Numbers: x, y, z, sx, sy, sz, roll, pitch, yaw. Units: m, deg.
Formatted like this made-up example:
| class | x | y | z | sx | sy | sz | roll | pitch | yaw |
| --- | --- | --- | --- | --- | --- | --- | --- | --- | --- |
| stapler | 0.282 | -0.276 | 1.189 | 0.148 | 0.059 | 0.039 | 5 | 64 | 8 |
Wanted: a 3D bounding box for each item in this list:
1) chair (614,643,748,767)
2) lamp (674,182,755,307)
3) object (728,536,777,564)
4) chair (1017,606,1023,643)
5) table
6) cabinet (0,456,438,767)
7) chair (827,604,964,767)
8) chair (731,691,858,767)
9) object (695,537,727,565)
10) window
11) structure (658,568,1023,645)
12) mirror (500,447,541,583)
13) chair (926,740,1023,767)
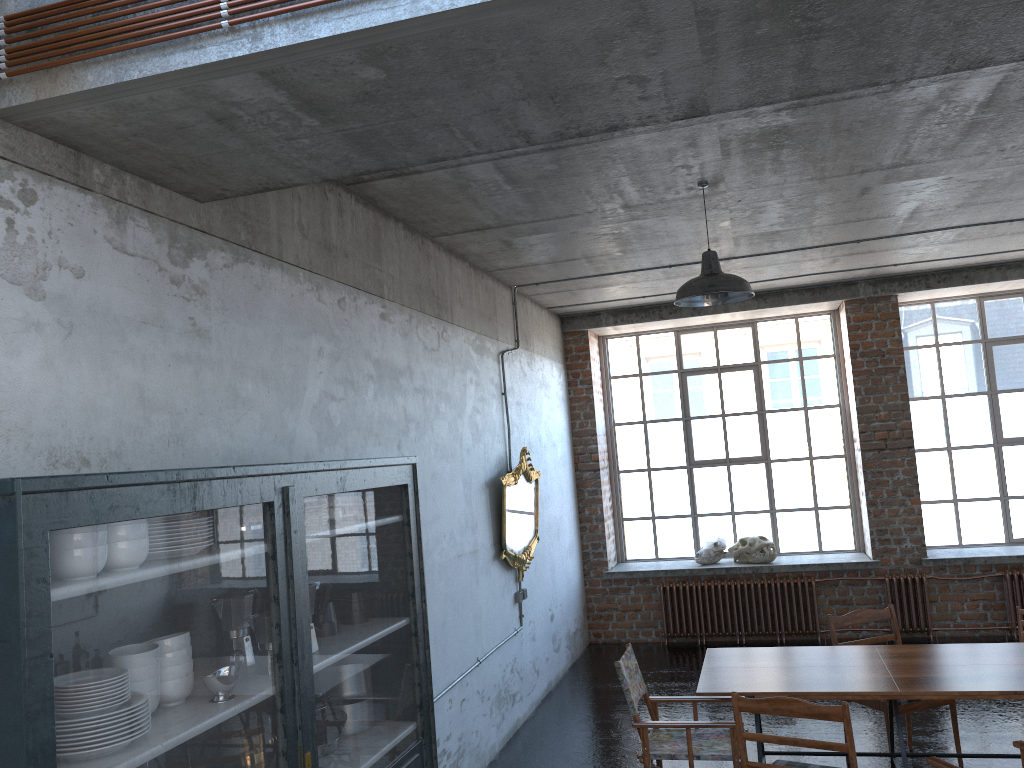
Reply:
| class | x | y | z | sx | sy | sz | roll | pitch | yaw |
| --- | --- | --- | --- | --- | --- | --- | --- | --- | --- |
| chair | 1.048 | 2.131 | 5.331 | 0.713 | 1.031 | 0.574 | -6 | -5 | 15 |
| lamp | 1.242 | -0.974 | 5.641 | 0.502 | 0.891 | 0.502 | -6 | -5 | 19 |
| object | 2.755 | 1.910 | 10.254 | 0.418 | 0.305 | 0.625 | -4 | -5 | -11 |
| chair | 3.743 | 1.995 | 5.862 | 0.589 | 0.971 | 0.577 | -6 | -5 | 15 |
| table | 2.679 | 2.025 | 4.919 | 3.112 | 0.917 | 1.067 | -6 | -5 | 15 |
| cabinet | -0.951 | 1.440 | 3.055 | 0.572 | 2.297 | 2.386 | -6 | -5 | 15 |
| chair | 2.590 | 2.080 | 6.012 | 0.573 | 1.028 | 0.509 | -3 | -5 | -20 |
| chair | 1.519 | 2.037 | 4.473 | 0.573 | 1.028 | 0.509 | -8 | -6 | 35 |
| object | 2.342 | 1.969 | 10.432 | 0.281 | 0.281 | 0.575 | -9 | -6 | 41 |
| window | 8.573 | 1.751 | 9.462 | 19.864 | 12.900 | 0.747 | -6 | -5 | 15 |
| structure | 4.237 | 2.366 | 9.431 | 5.349 | 0.713 | 0.232 | -6 | -5 | 15 |
| mirror | 0.102 | 1.150 | 7.832 | 0.172 | 1.182 | 1.339 | -6 | -5 | 15 |
| chair | 2.361 | 1.918 | 3.984 | 0.574 | 1.031 | 0.713 | -3 | -5 | -15 |
